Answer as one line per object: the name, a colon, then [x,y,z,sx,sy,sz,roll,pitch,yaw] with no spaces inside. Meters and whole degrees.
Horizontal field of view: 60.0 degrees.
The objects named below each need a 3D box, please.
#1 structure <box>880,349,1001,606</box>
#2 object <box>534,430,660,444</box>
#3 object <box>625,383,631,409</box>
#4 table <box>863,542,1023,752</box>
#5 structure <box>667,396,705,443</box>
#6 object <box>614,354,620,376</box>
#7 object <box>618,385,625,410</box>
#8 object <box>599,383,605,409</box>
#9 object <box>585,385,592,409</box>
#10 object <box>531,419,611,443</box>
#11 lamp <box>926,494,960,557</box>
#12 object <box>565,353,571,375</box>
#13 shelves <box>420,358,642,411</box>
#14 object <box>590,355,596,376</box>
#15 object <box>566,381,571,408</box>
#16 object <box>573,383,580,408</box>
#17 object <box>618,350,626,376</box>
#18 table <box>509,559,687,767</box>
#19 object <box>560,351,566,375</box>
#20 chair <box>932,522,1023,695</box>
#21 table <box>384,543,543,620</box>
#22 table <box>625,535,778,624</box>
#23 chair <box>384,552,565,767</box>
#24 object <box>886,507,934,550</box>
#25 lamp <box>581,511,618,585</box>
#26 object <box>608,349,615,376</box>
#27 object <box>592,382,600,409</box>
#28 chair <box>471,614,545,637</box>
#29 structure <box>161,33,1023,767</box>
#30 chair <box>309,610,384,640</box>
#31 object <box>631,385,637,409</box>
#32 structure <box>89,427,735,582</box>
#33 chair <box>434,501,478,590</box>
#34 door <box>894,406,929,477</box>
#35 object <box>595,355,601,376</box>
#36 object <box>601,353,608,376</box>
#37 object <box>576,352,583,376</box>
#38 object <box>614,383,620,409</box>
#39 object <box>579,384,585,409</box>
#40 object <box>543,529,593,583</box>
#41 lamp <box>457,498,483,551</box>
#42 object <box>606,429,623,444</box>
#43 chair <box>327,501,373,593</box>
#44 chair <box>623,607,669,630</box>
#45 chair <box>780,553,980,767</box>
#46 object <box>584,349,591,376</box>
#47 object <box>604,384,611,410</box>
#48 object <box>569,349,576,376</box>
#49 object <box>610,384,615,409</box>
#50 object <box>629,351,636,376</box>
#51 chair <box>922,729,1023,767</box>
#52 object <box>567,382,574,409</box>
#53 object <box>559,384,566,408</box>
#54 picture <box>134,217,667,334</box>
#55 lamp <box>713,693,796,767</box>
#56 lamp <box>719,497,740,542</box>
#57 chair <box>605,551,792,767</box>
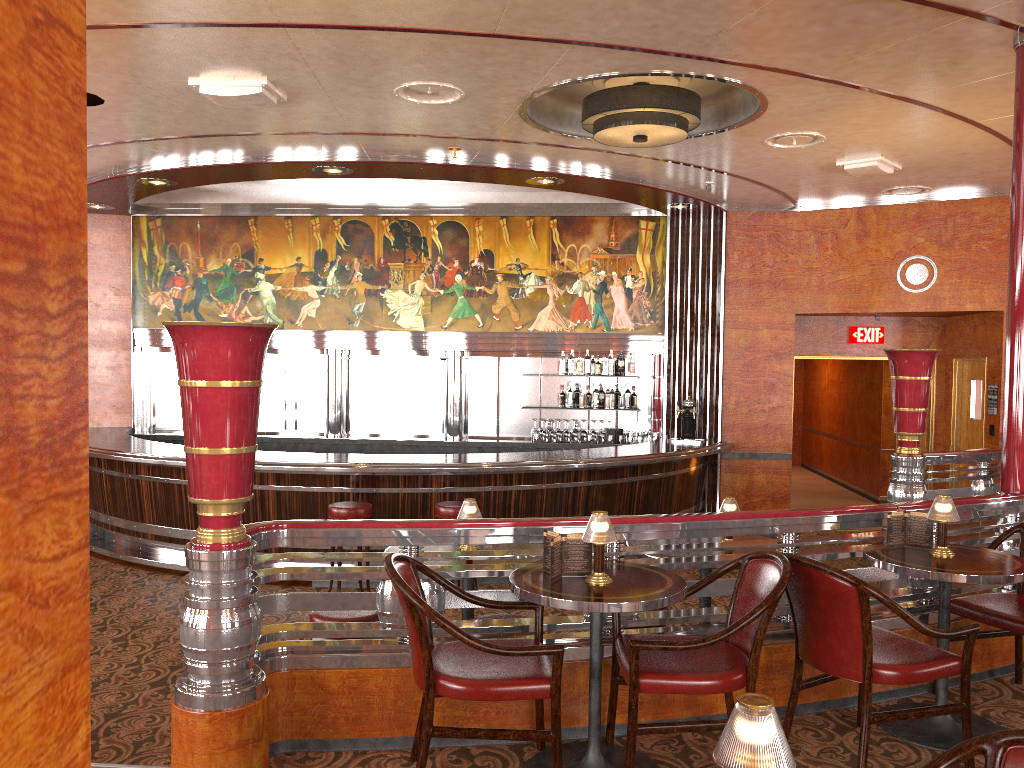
structure: [3.951,0.750,7.382,0.623,2.025,3.168,3,3,45]
object: [0.976,0.596,10.184,1.425,0.135,0.403,1,2,10]
object: [1.325,0.137,10.141,0.078,0.305,0.078,2,2,18]
table: [1.793,1.075,3.686,0.639,0.720,0.639,0,2,-25]
structure: [1.913,0.397,9.674,0.360,0.540,0.280,2,2,25]
object: [1.222,-0.221,10.224,0.090,0.256,0.090,1,2,11]
object: [1.250,0.154,10.102,0.080,0.273,0.080,1,2,8]
object: [1.026,0.138,10.199,0.090,0.293,0.090,1,2,-2]
object: [0.884,0.145,10.227,0.080,0.273,0.080,1,2,8]
object: [0.679,0.538,10.157,0.951,0.245,0.396,1,2,8]
lamp: [1.804,0.589,3.714,0.130,0.250,0.130,-1,3,-38]
object: [0.659,-0.229,10.229,0.090,0.256,0.090,2,3,26]
shelves: [0.179,-0.003,10.244,2.594,0.568,0.339,1,2,5]
object: [0.902,-0.214,10.169,0.068,0.236,0.212,2,2,25]
object: [0.672,0.125,10.252,0.078,0.305,0.206,1,2,1]
object: [0.756,0.132,10.261,0.090,0.293,0.090,0,2,-17]
object: [1.244,-0.234,10.054,0.090,0.293,0.090,3,3,38]
table: [0.305,1.068,3.239,0.639,0.720,0.639,-1,3,-43]
object: [0.580,-0.240,10.129,0.067,0.283,0.067,-1,3,-40]
chair: [2.331,1.027,3.960,0.615,0.817,0.587,0,2,-25]
table: [-0.222,1.307,4.445,0.849,0.961,0.849,1,2,7]
table: [1.018,1.317,4.688,0.849,0.961,0.849,0,2,-16]
chair: [-0.147,1.016,3.147,0.615,0.817,0.587,1,2,-5]
object: [1.692,0.631,3.856,0.169,0.157,0.195,0,2,-25]
lamp: [0.313,0.584,3.181,0.130,0.250,0.130,1,2,16]
object: [1.129,-0.243,10.079,0.078,0.305,0.078,0,2,-15]
object: [0.959,0.133,10.109,0.078,0.305,0.078,3,3,43]
chair: [-0.033,1.427,3.901,0.350,0.756,0.350,-1,3,-44]
structure: [0.807,0.013,3.876,4.353,3.607,0.548,0,2,-21]
chair: [-0.757,1.412,4.094,0.350,0.756,0.350,-1,3,-37]
object: [1.405,0.152,10.222,0.080,0.273,0.080,1,2,3]
structure: [-1.538,1.125,8.771,7.810,1.048,3.205,1,2,5]
chair: [-0.448,1.333,7.084,0.350,0.756,0.350,-1,3,-44]
door: [4.764,0.684,10.556,0.063,1.984,0.807,1,2,-1]
object: [0.982,-0.212,10.100,0.070,0.238,0.070,0,2,-21]
object: [1.060,-0.230,10.189,0.080,0.273,0.080,0,3,-27]
object: [0.771,-0.232,10.114,0.080,0.273,0.080,1,2,-2]
object: [1.215,0.139,10.254,0.090,0.293,0.090,3,3,38]
object: [0.803,0.141,10.150,0.067,0.283,0.067,-1,3,-30]
object: [0.167,0.626,3.271,0.195,0.157,0.169,-1,2,-35]
lamp: [-0.212,0.702,4.446,0.130,0.250,0.130,2,2,25]
object: [1.149,0.590,10.083,0.169,0.157,0.195,2,2,30]
chair: [-1.277,1.324,6.988,0.350,0.756,0.350,0,2,-22]
chair: [0.574,1.425,4.290,0.350,0.756,0.350,-1,3,-44]
chair: [1.311,1.030,3.333,0.615,0.817,0.587,0,2,-25]
object: [0.859,-0.247,10.084,0.078,0.305,0.078,0,2,-7]
object: [1.086,0.147,10.073,0.067,0.283,0.067,0,3,-21]
object: [0.686,-0.250,10.120,0.078,0.305,0.078,1,2,-5]
object: [1.145,0.146,10.137,0.067,0.283,0.067,-1,3,-35]
object: [1.368,-0.228,10.064,0.067,0.283,0.067,1,2,16]
chair: [0.817,1.073,1.550,0.615,0.817,0.587,0,2,-15]
object: [0.670,0.128,10.162,0.078,0.305,0.078,1,2,-2]
object: [0.582,0.141,10.231,0.080,0.273,0.080,1,2,8]
picture: [-1.374,-1.278,10.282,6.254,1.323,0.001,1,2,5]
lamp: [0.391,0.633,1.436,0.130,0.250,0.130,2,3,34]
lamp: [1.134,0.715,4.621,0.130,0.250,0.130,1,2,16]
chair: [0.683,1.024,3.237,0.615,0.817,0.587,1,2,0]
